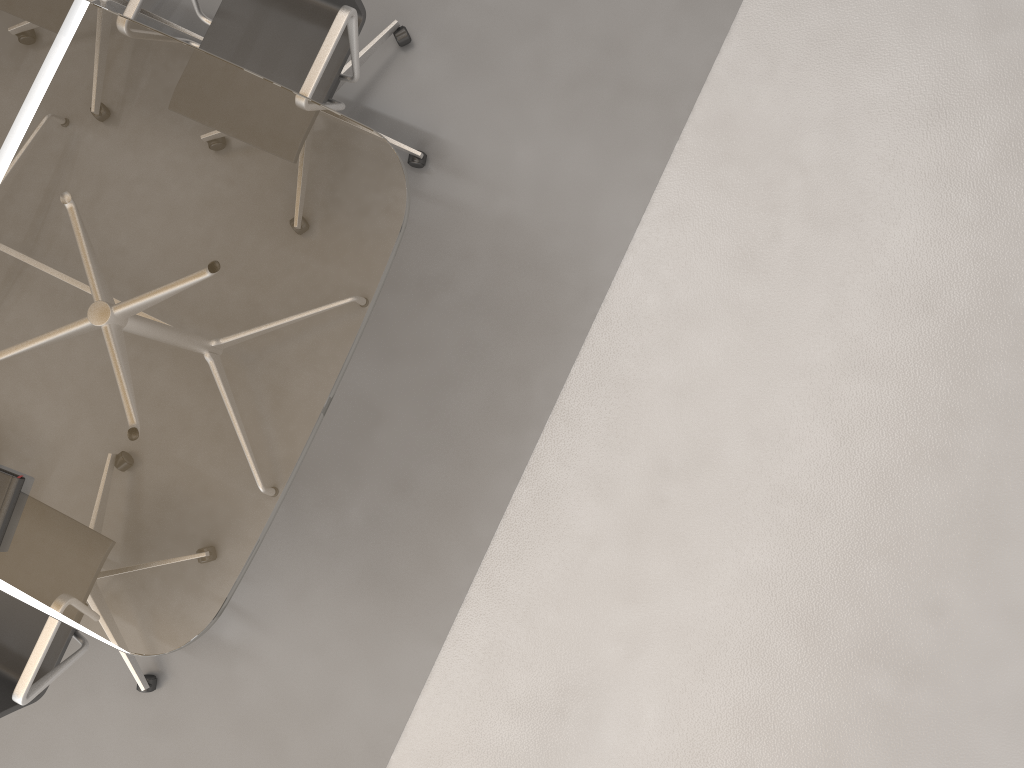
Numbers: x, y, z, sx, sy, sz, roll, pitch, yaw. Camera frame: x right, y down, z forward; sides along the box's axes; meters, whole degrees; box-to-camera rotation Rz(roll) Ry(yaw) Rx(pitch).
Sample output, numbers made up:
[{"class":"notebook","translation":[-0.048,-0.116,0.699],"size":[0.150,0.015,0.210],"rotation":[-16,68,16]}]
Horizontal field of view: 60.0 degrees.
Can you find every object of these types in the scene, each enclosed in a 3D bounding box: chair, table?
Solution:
[{"class":"chair","translation":[-1.327,0.521,2.402],"size":[0.731,0.805,0.710],"rotation":[7,85,9]},{"class":"chair","translation":[-0.671,-0.859,2.456],"size":[0.731,0.805,0.710],"rotation":[8,85,9]},{"class":"chair","translation":[-1.365,-1.259,2.607],"size":[0.731,0.805,0.710],"rotation":[8,85,9]},{"class":"table","translation":[-1.745,-0.504,2.619],"size":[3.054,0.721,1.372],"rotation":[25,88,10]}]

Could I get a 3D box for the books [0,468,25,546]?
[{"class":"books","translation":[-1.243,0.281,2.072],"size":[0.164,0.032,0.183],"rotation":[18,87,10]}]
